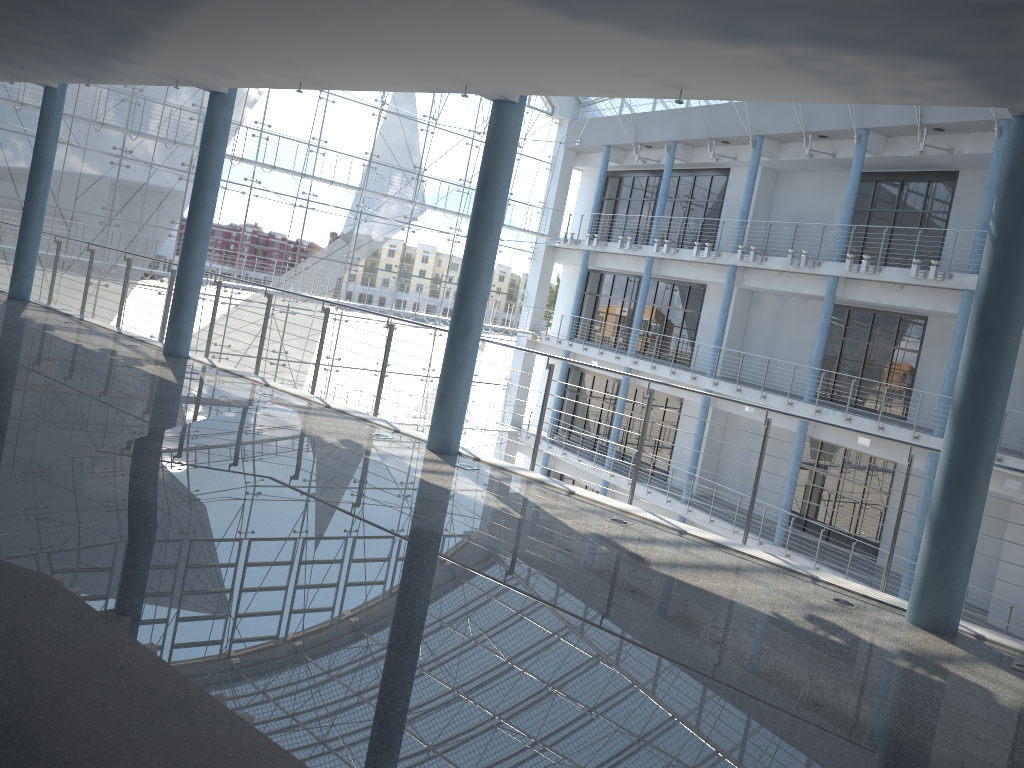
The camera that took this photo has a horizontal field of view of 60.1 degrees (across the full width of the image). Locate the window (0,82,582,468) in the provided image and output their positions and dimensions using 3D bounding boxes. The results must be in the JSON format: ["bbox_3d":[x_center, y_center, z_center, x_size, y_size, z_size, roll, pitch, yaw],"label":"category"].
[{"bbox_3d":[-1.179,-0.779,3.778,3.829,2.765,0.010,8,4,-38],"label":"window"}]
